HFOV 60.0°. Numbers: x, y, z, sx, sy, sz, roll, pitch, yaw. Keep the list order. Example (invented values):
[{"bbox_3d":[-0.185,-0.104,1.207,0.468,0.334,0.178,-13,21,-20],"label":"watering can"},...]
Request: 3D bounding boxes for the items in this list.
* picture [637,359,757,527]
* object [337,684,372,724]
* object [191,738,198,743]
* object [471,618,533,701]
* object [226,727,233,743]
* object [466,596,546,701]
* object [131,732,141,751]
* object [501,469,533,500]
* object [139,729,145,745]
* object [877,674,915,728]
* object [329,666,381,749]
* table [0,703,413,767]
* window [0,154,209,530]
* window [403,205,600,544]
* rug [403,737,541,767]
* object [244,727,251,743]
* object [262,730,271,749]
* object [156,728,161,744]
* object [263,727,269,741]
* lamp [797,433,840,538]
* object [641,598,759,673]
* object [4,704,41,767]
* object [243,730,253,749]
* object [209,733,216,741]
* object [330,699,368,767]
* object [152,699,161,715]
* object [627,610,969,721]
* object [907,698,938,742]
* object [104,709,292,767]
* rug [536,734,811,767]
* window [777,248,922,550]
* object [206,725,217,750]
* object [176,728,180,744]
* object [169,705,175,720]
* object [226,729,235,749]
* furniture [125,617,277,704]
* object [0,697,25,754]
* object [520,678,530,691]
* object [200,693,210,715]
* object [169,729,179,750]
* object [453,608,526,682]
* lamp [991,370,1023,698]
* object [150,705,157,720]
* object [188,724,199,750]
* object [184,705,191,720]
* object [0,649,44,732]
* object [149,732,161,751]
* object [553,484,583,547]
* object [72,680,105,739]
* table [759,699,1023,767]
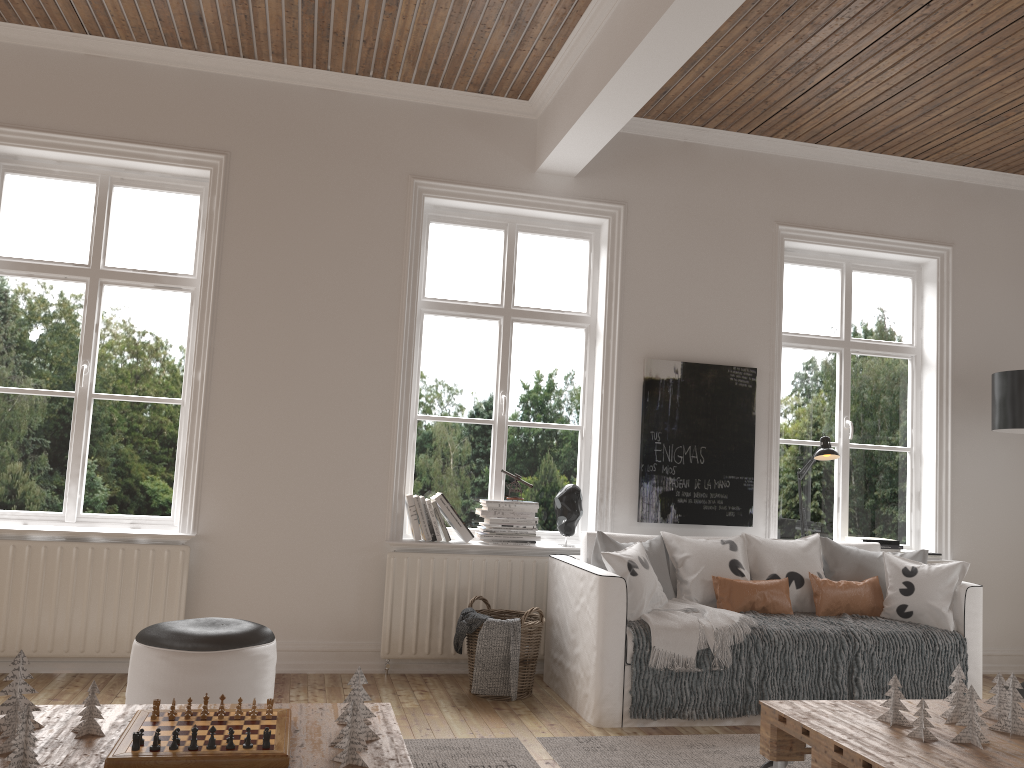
[{"bbox_3d":[1.053,0.336,5.012,0.680,0.908,0.041,4,-6,-13],"label":"picture"},{"bbox_3d":[-0.456,0.928,2.603,0.079,0.137,0.075,-1,-7,35],"label":"object"},{"bbox_3d":[-0.806,0.892,2.250,0.017,0.037,0.017,2,-6,6],"label":"object"},{"bbox_3d":[-0.053,1.275,4.231,0.290,0.356,0.349,1,-6,16],"label":"object"},{"bbox_3d":[-0.722,0.898,2.270,0.017,0.037,0.017,2,-6,6],"label":"object"},{"bbox_3d":[-0.042,1.267,4.275,0.393,0.432,0.393,2,-6,9],"label":"object"},{"bbox_3d":[-0.922,0.877,2.177,0.019,0.040,0.019,5,-6,-17],"label":"object"},{"bbox_3d":[0.027,0.545,4.802,0.177,0.161,0.092,-2,-8,45],"label":"object"},{"bbox_3d":[-0.929,0.883,2.223,0.017,0.037,0.017,7,-7,-32],"label":"object"},{"bbox_3d":[1.270,1.041,2.933,0.088,0.161,0.093,3,-6,-4],"label":"object"},{"bbox_3d":[-0.423,0.881,2.441,0.111,0.204,0.118,2,-6,10],"label":"object"},{"bbox_3d":[-0.886,1.097,2.319,1.189,0.300,0.821,4,-6,-13],"label":"table"},{"bbox_3d":[-2.151,-0.197,4.492,1.055,1.872,0.120,4,-6,-13],"label":"window"},{"bbox_3d":[-0.043,-0.036,4.976,1.055,1.872,0.120,4,-6,-13],"label":"window"},{"bbox_3d":[-0.921,1.231,2.177,2.474,0.003,2.254,4,-6,-13],"label":"rug"},{"bbox_3d":[-0.679,0.902,2.280,0.017,0.037,0.017,2,-6,6],"label":"object"},{"bbox_3d":[-0.621,0.900,2.247,0.019,0.040,0.019,1,-6,21],"label":"object"},{"bbox_3d":[-0.892,0.886,2.234,0.017,0.037,0.017,2,-6,6],"label":"object"},{"bbox_3d":[-0.634,0.905,2.290,0.017,0.037,0.017,2,-6,6],"label":"object"},{"bbox_3d":[1.743,0.635,5.105,0.196,0.703,0.439,4,-6,-13],"label":"lamp"},{"bbox_3d":[0.831,1.142,4.175,0.588,0.255,0.729,4,-6,-9],"label":"object"},{"bbox_3d":[-1.125,0.823,2.045,0.085,0.166,0.085,6,-6,-27],"label":"object"},{"bbox_3d":[-0.665,0.895,2.240,0.026,0.044,0.026,0,-6,32],"label":"object"},{"bbox_3d":[-0.763,0.895,2.261,0.017,0.037,0.017,2,-6,6],"label":"object"},{"bbox_3d":[-0.409,0.886,2.262,0.082,0.160,0.082,6,-6,-24],"label":"object"},{"bbox_3d":[-0.993,0.903,2.477,0.019,0.040,0.019,5,-6,-17],"label":"object"},{"bbox_3d":[1.255,1.308,4.251,1.680,0.423,0.651,4,-6,-13],"label":"object"},{"bbox_3d":[1.283,1.045,2.776,0.072,0.124,0.068,6,-6,-28],"label":"object"},{"bbox_3d":[-0.810,0.939,2.359,0.429,0.036,0.429,4,-6,-13],"label":"object"},{"bbox_3d":[1.557,1.420,2.747,2.474,0.003,2.254,4,-6,-13],"label":"rug"},{"bbox_3d":[2.063,0.124,5.461,1.055,1.872,0.120,4,-6,-13],"label":"window"},{"bbox_3d":[-0.750,0.883,2.219,0.025,0.055,0.025,1,-6,19],"label":"object"},{"bbox_3d":[-0.847,0.889,2.244,0.017,0.037,0.017,2,-6,6],"label":"object"},{"bbox_3d":[-0.936,0.904,2.444,0.017,0.037,0.017,2,-6,6],"label":"object"},{"bbox_3d":[-0.706,0.890,2.229,0.022,0.047,0.022,1,-6,19],"label":"object"},{"bbox_3d":[-1.147,1.112,3.291,0.518,0.430,0.518,2,-6,8],"label":"furniture"},{"bbox_3d":[-1.246,0.850,2.219,0.072,0.132,0.076,4,-6,-12],"label":"object"},{"bbox_3d":[-0.046,1.379,4.268,0.291,0.186,0.280,6,-6,-27],"label":"object"},{"bbox_3d":[-0.865,0.903,2.507,0.025,0.058,0.025,0,-6,32],"label":"object"},{"bbox_3d":[-0.837,0.880,2.199,0.022,0.047,0.022,-2,-8,45],"label":"object"},{"bbox_3d":[-0.108,1.256,4.249,0.367,0.332,0.303,5,-6,-22],"label":"object"},{"bbox_3d":[2.919,0.819,4.877,0.499,1.754,0.499,5,-6,-16],"label":"lamp"},{"bbox_3d":[-0.981,0.901,2.433,0.017,0.037,0.017,2,-6,6],"label":"object"},{"bbox_3d":[-0.791,0.878,2.209,0.025,0.058,0.025,0,-6,32],"label":"object"},{"bbox_3d":[-0.897,0.907,2.454,0.017,0.037,0.017,2,-6,6],"label":"object"},{"bbox_3d":[-1.330,0.821,2.383,0.108,0.213,0.109,2,-6,12],"label":"object"},{"bbox_3d":[-0.880,0.879,2.190,0.026,0.044,0.026,0,-6,32],"label":"object"},{"bbox_3d":[0.304,0.716,4.852,0.171,0.340,0.177,1,-6,23],"label":"object"},{"bbox_3d":[-1.135,0.868,2.388,0.077,0.141,0.082,6,-6,-32],"label":"object"},{"bbox_3d":[1.530,1.282,2.886,1.189,0.300,0.821,4,-6,-13],"label":"table"}]
